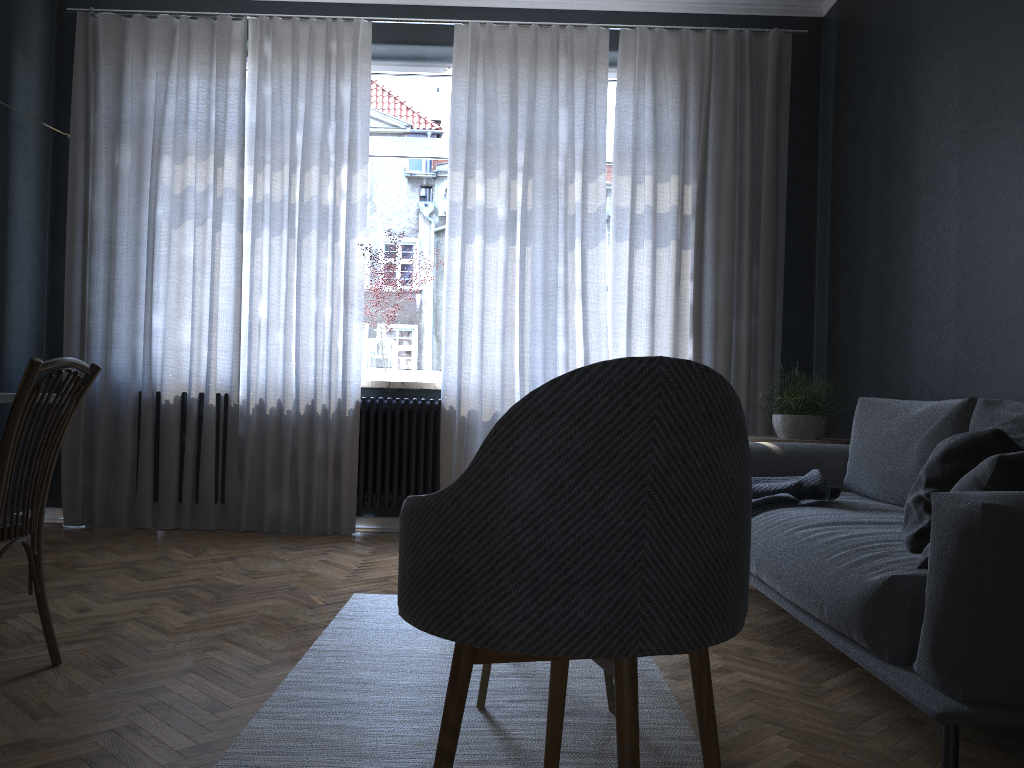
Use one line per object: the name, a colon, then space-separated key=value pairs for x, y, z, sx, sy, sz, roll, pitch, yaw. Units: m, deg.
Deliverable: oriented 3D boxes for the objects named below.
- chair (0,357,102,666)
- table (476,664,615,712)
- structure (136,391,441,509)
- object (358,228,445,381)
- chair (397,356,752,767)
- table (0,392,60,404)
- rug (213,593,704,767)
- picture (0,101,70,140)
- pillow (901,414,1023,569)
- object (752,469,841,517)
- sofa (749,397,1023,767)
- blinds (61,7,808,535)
chair: x=-1.335 y=0.336 z=2.204 sx=0.467 sy=0.820 sz=0.363 roll=2 pitch=0 yaw=-1
table: x=0.090 y=0.518 z=2.462 sx=0.339 sy=0.550 sz=0.788 roll=2 pitch=-1 yaw=0
structure: x=-1.159 y=0.362 z=4.900 sx=1.846 sy=0.600 sz=0.216 roll=2 pitch=0 yaw=0
object: x=-0.692 y=-0.422 z=4.932 sx=0.514 sy=0.809 sz=0.599 roll=2 pitch=-1 yaw=-26
chair: x=0.153 y=0.367 z=1.532 sx=0.645 sy=0.811 sz=0.495 roll=2 pitch=-1 yaw=-22
table: x=-1.925 y=0.359 z=1.863 sx=1.126 sy=0.727 sz=1.604 roll=2 pitch=-1 yaw=0
rug: x=-0.089 y=0.784 z=2.326 sx=1.003 sy=0.013 sz=2.011 roll=2 pitch=-1 yaw=0
picture: x=-2.466 y=-1.061 z=2.725 sx=0.058 sy=0.771 sz=4.458 roll=2 pitch=-1 yaw=0
pillow: x=1.147 y=0.235 z=2.054 sx=0.442 sy=0.362 sz=0.798 roll=1 pitch=-1 yaw=18
object: x=0.885 y=0.455 z=3.251 sx=0.490 sy=0.329 sz=0.666 roll=2 pitch=-1 yaw=5
sofa: x=1.194 y=0.428 z=2.676 sx=0.970 sy=0.798 sz=2.340 roll=2 pitch=-1 yaw=-1
blinds: x=-0.439 y=-0.574 z=4.844 sx=3.992 sy=2.788 sz=0.312 roll=2 pitch=0 yaw=0
